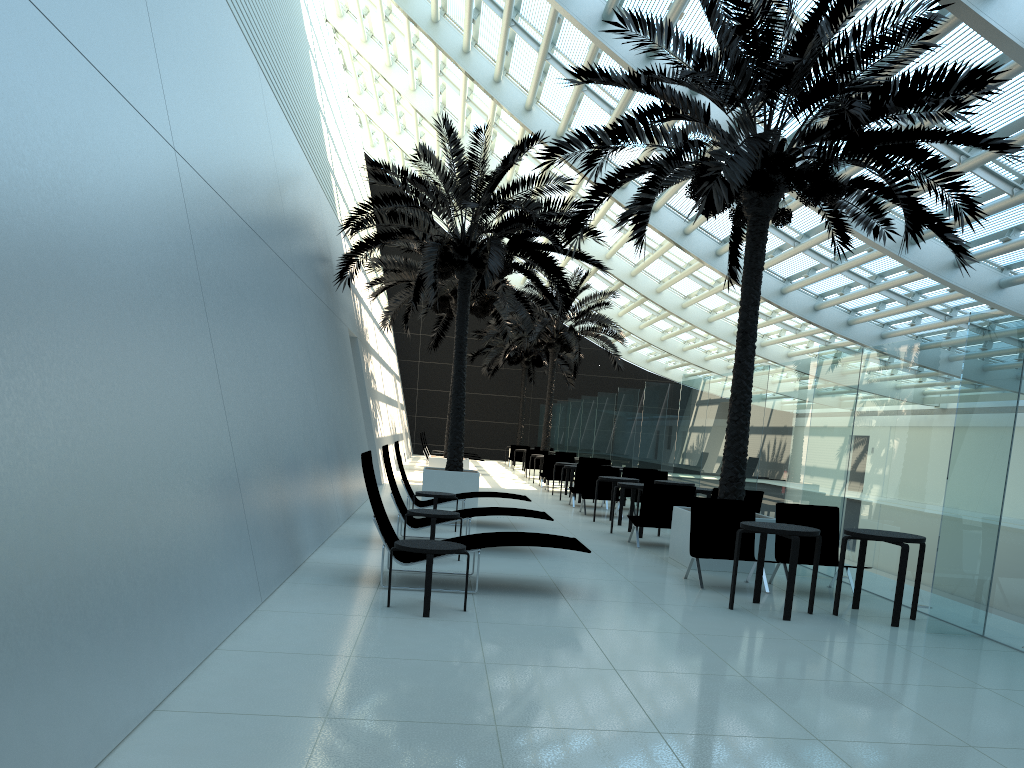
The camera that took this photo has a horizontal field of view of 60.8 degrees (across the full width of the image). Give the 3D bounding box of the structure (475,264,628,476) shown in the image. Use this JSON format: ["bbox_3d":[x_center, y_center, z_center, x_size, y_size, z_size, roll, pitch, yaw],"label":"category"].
[{"bbox_3d":[1.287,-0.414,29.121,4.832,7.100,4.379,3,5,-11],"label":"structure"}]

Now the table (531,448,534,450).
[{"bbox_3d":[1.075,3.054,35.910,0.672,0.789,0.680,7,4,43],"label":"table"}]

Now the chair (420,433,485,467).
[{"bbox_3d":[-1.869,2.174,27.210,2.039,1.171,0.911,4,3,-5],"label":"chair"}]

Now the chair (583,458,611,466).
[{"bbox_3d":[2.176,2.331,21.825,0.717,0.897,0.878,4,2,-5],"label":"chair"}]

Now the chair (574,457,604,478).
[{"bbox_3d":[2.056,2.412,23.515,0.717,0.897,0.878,4,2,-5],"label":"chair"}]

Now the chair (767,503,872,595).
[{"bbox_3d":[3.192,1.726,9.026,0.717,0.897,0.878,4,2,-5],"label":"chair"}]

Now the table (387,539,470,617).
[{"bbox_3d":[-0.653,1.508,6.822,0.548,0.523,0.554,6,2,38],"label":"table"}]

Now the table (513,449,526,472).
[{"bbox_3d":[0.450,2.782,31.670,0.673,0.789,0.678,6,4,34],"label":"table"}]

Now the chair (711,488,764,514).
[{"bbox_3d":[2.960,1.874,12.137,0.717,0.897,0.878,4,2,-5],"label":"chair"}]

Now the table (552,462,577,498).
[{"bbox_3d":[1.341,2.252,20.454,0.673,0.789,0.678,6,4,34],"label":"table"}]

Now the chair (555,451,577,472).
[{"bbox_3d":[1.735,2.593,27.379,0.717,0.897,0.878,4,2,-5],"label":"chair"}]

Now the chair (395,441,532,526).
[{"bbox_3d":[-0.747,1.507,13.089,2.039,1.171,0.911,4,3,-5],"label":"chair"}]

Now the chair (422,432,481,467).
[{"bbox_3d":[-2.072,2.295,29.769,2.039,1.171,0.911,4,3,-5],"label":"chair"}]

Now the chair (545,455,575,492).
[{"bbox_3d":[1.249,2.257,21.743,0.717,0.897,0.878,4,2,-5],"label":"chair"}]

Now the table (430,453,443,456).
[{"bbox_3d":[-2.384,2.538,28.621,0.548,0.523,0.554,6,2,38],"label":"table"}]

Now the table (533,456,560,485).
[{"bbox_3d":[1.002,2.448,24.608,0.672,0.789,0.679,7,4,38],"label":"table"}]

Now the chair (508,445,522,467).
[{"bbox_3d":[0.238,2.868,34.650,0.717,0.897,0.878,4,2,-5],"label":"chair"}]

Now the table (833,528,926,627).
[{"bbox_3d":[3.311,1.730,7.866,0.672,0.789,0.680,7,4,43],"label":"table"}]

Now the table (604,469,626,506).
[{"bbox_3d":[2.412,2.259,19.080,0.672,0.789,0.679,7,4,38],"label":"table"}]

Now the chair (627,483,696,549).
[{"bbox_3d":[2.032,1.800,12.055,0.717,0.897,0.878,4,2,-5],"label":"chair"}]

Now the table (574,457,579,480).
[{"bbox_3d":[1.862,2.592,26.118,0.673,0.789,0.678,6,4,34],"label":"table"}]

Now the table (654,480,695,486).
[{"bbox_3d":[2.751,2.063,14.925,0.673,0.789,0.678,6,4,34],"label":"table"}]

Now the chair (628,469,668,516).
[{"bbox_3d":[2.623,2.065,16.199,0.717,0.897,0.878,4,2,-5],"label":"chair"}]

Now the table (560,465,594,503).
[{"bbox_3d":[1.447,2.183,18.995,0.672,0.789,0.679,7,4,38],"label":"table"}]

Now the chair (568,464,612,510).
[{"bbox_3d":[1.575,2.073,17.820,0.717,0.897,0.878,4,2,-5],"label":"chair"}]

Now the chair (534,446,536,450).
[{"bbox_3d":[1.165,2.942,34.732,0.717,0.897,0.878,4,2,-5],"label":"chair"}]

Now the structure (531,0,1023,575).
[{"bbox_3d":[2.805,-1.314,10.076,4.804,7.100,4.406,5,5,14],"label":"structure"}]

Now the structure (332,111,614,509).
[{"bbox_3d":[-0.794,-1.200,15.500,4.654,6.911,4.214,2,5,-26],"label":"structure"}]

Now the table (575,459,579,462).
[{"bbox_3d":[1.966,2.524,24.693,0.672,0.789,0.679,7,4,38],"label":"table"}]

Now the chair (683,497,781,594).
[{"bbox_3d":[2.265,1.652,8.945,0.717,0.897,0.878,4,2,-5],"label":"chair"}]

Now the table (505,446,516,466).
[{"bbox_3d":[0.111,2.978,35.825,0.672,0.789,0.680,7,4,43],"label":"table"}]

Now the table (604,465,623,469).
[{"bbox_3d":[2.305,2.329,20.539,0.673,0.789,0.678,6,4,34],"label":"table"}]

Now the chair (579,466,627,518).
[{"bbox_3d":[1.695,1.991,16.117,0.717,0.897,0.878,4,2,-5],"label":"chair"}]

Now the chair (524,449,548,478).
[{"bbox_3d":[0.808,2.520,27.297,0.717,0.897,0.878,4,2,-5],"label":"chair"}]

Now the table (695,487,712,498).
[{"bbox_3d":[2.869,1.986,13.315,0.672,0.789,0.679,7,4,38],"label":"table"}]

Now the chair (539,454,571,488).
[{"bbox_3d":[1.129,2.338,23.433,0.717,0.897,0.878,4,2,-5],"label":"chair"}]

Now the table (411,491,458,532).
[{"bbox_3d":[-1.060,1.750,11.940,0.548,0.523,0.554,6,2,38],"label":"table"}]

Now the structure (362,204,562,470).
[{"bbox_3d":[-1.471,-0.965,21.448,4.252,6.972,4.615,7,5,29],"label":"structure"}]

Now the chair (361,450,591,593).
[{"bbox_3d":[-0.341,1.265,7.971,2.039,1.171,0.911,4,3,-5],"label":"chair"}]

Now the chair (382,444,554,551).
[{"bbox_3d":[-0.544,1.386,10.530,2.039,1.171,0.911,4,3,-5],"label":"chair"}]

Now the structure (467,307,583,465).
[{"bbox_3d":[0.670,-0.029,37.226,4.469,7.099,4.738,2,5,-26],"label":"structure"}]

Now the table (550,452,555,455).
[{"bbox_3d":[1.414,2.859,31.755,0.673,0.789,0.678,6,4,34],"label":"table"}]

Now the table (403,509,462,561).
[{"bbox_3d":[-0.857,1.629,9.381,0.548,0.523,0.554,6,2,38],"label":"table"}]

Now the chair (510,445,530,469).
[{"bbox_3d":[0.358,2.787,32.960,0.717,0.897,0.878,4,2,-5],"label":"chair"}]

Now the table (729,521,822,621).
[{"bbox_3d":[2.347,1.653,7.781,0.672,0.789,0.680,7,4,43],"label":"table"}]

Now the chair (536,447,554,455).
[{"bbox_3d":[1.285,2.861,33.041,0.717,0.897,0.878,4,2,-5],"label":"chair"}]

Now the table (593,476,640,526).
[{"bbox_3d":[1.787,1.987,14.840,0.673,0.789,0.678,6,4,34],"label":"table"}]

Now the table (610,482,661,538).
[{"bbox_3d":[1.905,1.910,13.230,0.672,0.789,0.679,7,4,38],"label":"table"}]

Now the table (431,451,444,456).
[{"bbox_3d":[-2.594,2.663,31.260,0.548,0.523,0.554,6,2,38],"label":"table"}]

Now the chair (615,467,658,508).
[{"bbox_3d":[2.502,2.146,17.901,0.717,0.897,0.878,4,2,-5],"label":"chair"}]

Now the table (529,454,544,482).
[{"bbox_3d":[0.898,2.516,26.033,0.673,0.789,0.678,6,4,34],"label":"table"}]

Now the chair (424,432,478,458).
[{"bbox_3d":[-2.282,2.420,32.408,2.039,1.171,0.911,4,3,-5],"label":"chair"}]
